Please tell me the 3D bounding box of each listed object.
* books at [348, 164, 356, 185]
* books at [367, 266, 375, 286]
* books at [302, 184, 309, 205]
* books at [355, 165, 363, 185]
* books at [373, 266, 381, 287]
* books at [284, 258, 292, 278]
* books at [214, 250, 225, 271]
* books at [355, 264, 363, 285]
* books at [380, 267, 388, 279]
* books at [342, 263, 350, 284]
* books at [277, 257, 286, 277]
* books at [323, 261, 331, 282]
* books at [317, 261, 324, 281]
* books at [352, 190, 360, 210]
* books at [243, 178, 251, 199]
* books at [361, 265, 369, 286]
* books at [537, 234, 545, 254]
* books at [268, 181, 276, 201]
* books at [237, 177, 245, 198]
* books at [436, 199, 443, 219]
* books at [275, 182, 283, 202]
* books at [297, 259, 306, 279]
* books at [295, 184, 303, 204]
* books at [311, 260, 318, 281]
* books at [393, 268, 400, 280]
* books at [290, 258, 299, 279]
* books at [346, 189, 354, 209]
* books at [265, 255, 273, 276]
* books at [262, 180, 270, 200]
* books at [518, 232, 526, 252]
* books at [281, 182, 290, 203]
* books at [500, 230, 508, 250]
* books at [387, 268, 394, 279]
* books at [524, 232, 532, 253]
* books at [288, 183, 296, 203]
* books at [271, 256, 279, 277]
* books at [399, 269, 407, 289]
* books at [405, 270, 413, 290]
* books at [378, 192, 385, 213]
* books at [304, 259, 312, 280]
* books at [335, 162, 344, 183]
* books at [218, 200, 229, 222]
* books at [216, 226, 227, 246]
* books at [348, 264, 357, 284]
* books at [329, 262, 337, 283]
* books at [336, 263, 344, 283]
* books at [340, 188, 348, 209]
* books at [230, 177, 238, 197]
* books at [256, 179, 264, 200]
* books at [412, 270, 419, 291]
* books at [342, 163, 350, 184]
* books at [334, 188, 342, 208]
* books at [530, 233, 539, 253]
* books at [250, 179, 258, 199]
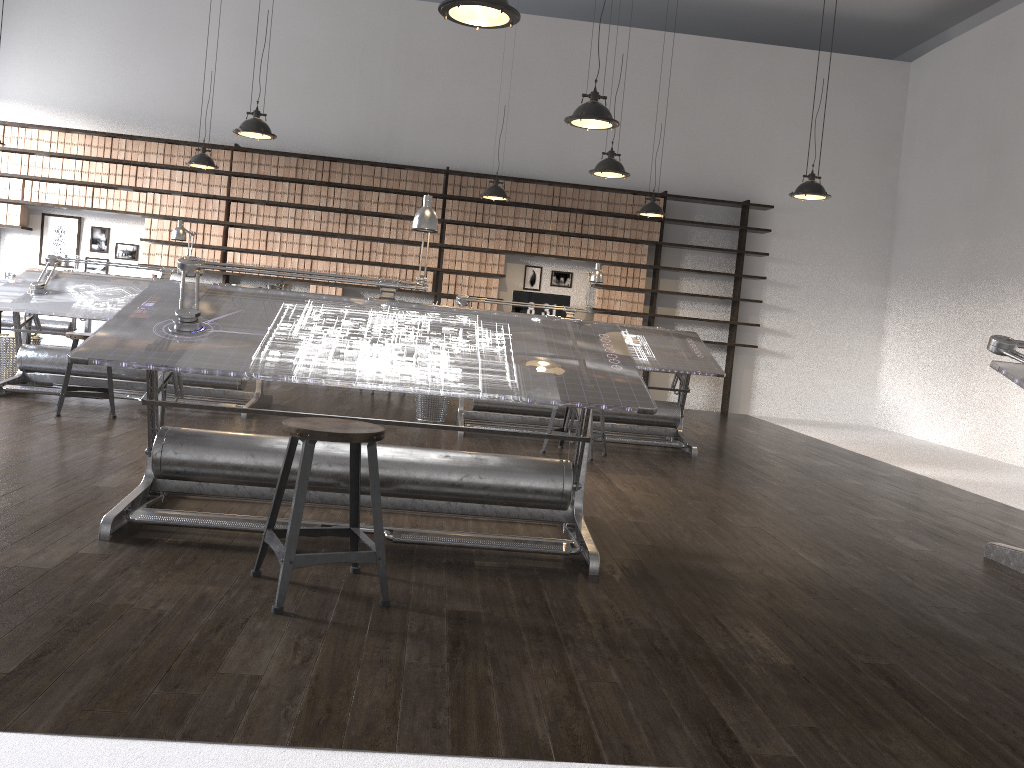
[{"bbox_3d":[-1.769,-2.317,9.843,0.066,0.225,0.175,5,3,-5],"label":"books"},{"bbox_3d":[-1.569,-1.204,9.895,0.066,0.225,0.175,5,3,-5],"label":"books"},{"bbox_3d":[-2.274,-2.085,9.809,0.066,0.225,0.175,5,3,-5],"label":"books"},{"bbox_3d":[-1.699,-2.311,9.847,0.066,0.225,0.175,5,3,-5],"label":"books"},{"bbox_3d":[-1.502,-1.197,9.897,0.067,0.225,0.175,5,3,-5],"label":"books"},{"bbox_3d":[-2.471,-1.285,9.820,0.066,0.225,0.175,5,3,-5],"label":"books"},{"bbox_3d":[-3.220,-1.352,9.751,0.067,0.225,0.175,5,3,-5],"label":"books"},{"bbox_3d":[-1.702,-1.215,9.881,0.067,0.225,0.175,5,3,-5],"label":"books"},{"bbox_3d":[-1.436,-1.192,9.908,0.066,0.225,0.175,5,3,-5],"label":"books"},{"bbox_3d":[-1.842,-1.228,9.874,0.066,0.225,0.175,5,3,-5],"label":"books"},{"bbox_3d":[-2.541,-1.291,9.814,0.066,0.225,0.175,5,3,-5],"label":"books"},{"bbox_3d":[-2.054,-1.247,9.849,0.067,0.225,0.175,5,3,-5],"label":"books"},{"bbox_3d":[-2.117,-1.253,9.848,0.066,0.225,0.175,5,3,-5],"label":"books"},{"bbox_3d":[-1.728,-2.035,9.849,0.067,0.225,0.175,5,3,-5],"label":"books"},{"bbox_3d":[-2.901,-2.141,9.750,0.067,0.225,0.175,5,3,-5],"label":"books"},{"bbox_3d":[-1.631,-1.209,9.889,0.066,0.225,0.175,5,3,-5],"label":"books"},{"bbox_3d":[0.325,-1.582,10.040,0.066,0.225,0.175,5,3,-5],"label":"books"},{"bbox_3d":[-2.633,-2.117,9.778,0.066,0.225,0.175,5,3,-5],"label":"books"},{"bbox_3d":[-2.971,-2.148,9.748,0.066,0.225,0.175,5,3,-5],"label":"books"},{"bbox_3d":[-0.819,-1.954,9.930,0.066,0.225,0.175,5,3,-5],"label":"books"},{"bbox_3d":[-2.563,-2.111,9.784,0.066,0.225,0.175,5,3,-5],"label":"books"},{"bbox_3d":[-2.330,-1.272,9.832,0.066,0.225,0.175,5,3,-5],"label":"books"},{"bbox_3d":[-2.347,-2.091,9.797,0.067,0.225,0.175,5,3,-5],"label":"books"},{"bbox_3d":[-2.182,-1.259,9.845,0.066,0.225,0.175,5,3,-5],"label":"books"},{"bbox_3d":[-1.295,-1.179,9.916,0.066,0.225,0.175,5,3,-5],"label":"books"},{"bbox_3d":[-2.401,-1.278,9.822,0.066,0.225,0.175,5,3,-5],"label":"books"},{"bbox_3d":[-1.795,-2.042,9.848,0.066,0.225,0.175,5,3,-5],"label":"books"},{"bbox_3d":[-2.674,-1.303,9.801,0.066,0.225,0.175,5,3,-5],"label":"books"},{"bbox_3d":[-2.700,-2.123,9.766,0.067,0.225,0.175,5,3,-5],"label":"books"},{"bbox_3d":[0.107,-1.601,10.016,0.066,0.225,0.175,5,3,-5],"label":"books"},{"bbox_3d":[-2.493,-2.104,9.785,0.066,0.225,0.175,5,3,-5],"label":"books"},{"bbox_3d":[-0.100,-1.619,9.997,0.067,0.225,0.175,5,3,-5],"label":"books"},{"bbox_3d":[-1.365,-1.185,9.914,0.066,0.225,0.175,5,3,-5],"label":"books"},{"bbox_3d":[0.177,-1.595,10.027,0.066,0.225,0.175,5,3,-5],"label":"books"},{"bbox_3d":[-2.422,-2.098,9.796,0.066,0.225,0.175,5,3,-5],"label":"books"},{"bbox_3d":[-2.608,-1.297,9.802,0.067,0.225,0.175,5,3,-5],"label":"books"},{"bbox_3d":[-1.224,-1.173,9.927,0.066,0.225,0.175,5,3,-5],"label":"books"},{"bbox_3d":[-1.150,-1.166,9.927,0.067,0.225,0.175,5,3,-5],"label":"books"},{"bbox_3d":[-1.448,-2.010,9.876,0.066,0.225,0.175,5,3,-5],"label":"books"},{"bbox_3d":[-2.255,-1.265,9.833,0.067,0.225,0.175,5,3,-5],"label":"books"},{"bbox_3d":[-1.909,-2.329,9.823,0.066,0.225,0.175,5,3,-5],"label":"books"},{"bbox_3d":[-3.167,-1.897,9.742,0.066,0.225,0.175,5,3,-5],"label":"books"},{"bbox_3d":[-3.190,-1.620,9.743,0.067,0.225,0.175,5,3,-5],"label":"books"},{"bbox_3d":[-1.773,-1.222,9.879,0.066,0.225,0.175,5,3,-5],"label":"books"},{"bbox_3d":[-1.982,-1.240,9.855,0.066,0.225,0.175,5,3,-5],"label":"books"},{"bbox_3d":[-1.911,-1.234,9.865,0.066,0.225,0.175,5,3,-5],"label":"books"},{"bbox_3d":[-1.857,-2.047,9.841,0.066,0.225,0.175,5,3,-5],"label":"books"},{"bbox_3d":[-3.040,-2.154,9.744,0.066,0.225,0.175,5,3,-5],"label":"books"},{"bbox_3d":[-2.766,-2.129,9.765,0.066,0.225,0.175,5,3,-5],"label":"books"},{"bbox_3d":[-1.076,-1.159,9.939,0.066,0.225,0.175,5,3,-5],"label":"books"},{"bbox_3d":[-1.838,-2.323,9.833,0.066,0.225,0.175,5,3,-5],"label":"books"},{"bbox_3d":[-1.929,-2.054,9.833,0.067,0.225,0.175,5,3,-5],"label":"books"},{"bbox_3d":[0.252,-1.588,10.028,0.067,0.225,0.175,5,3,-5],"label":"books"},{"bbox_3d":[-2.829,-2.135,9.758,0.066,0.225,0.175,5,3,-5],"label":"books"}]
